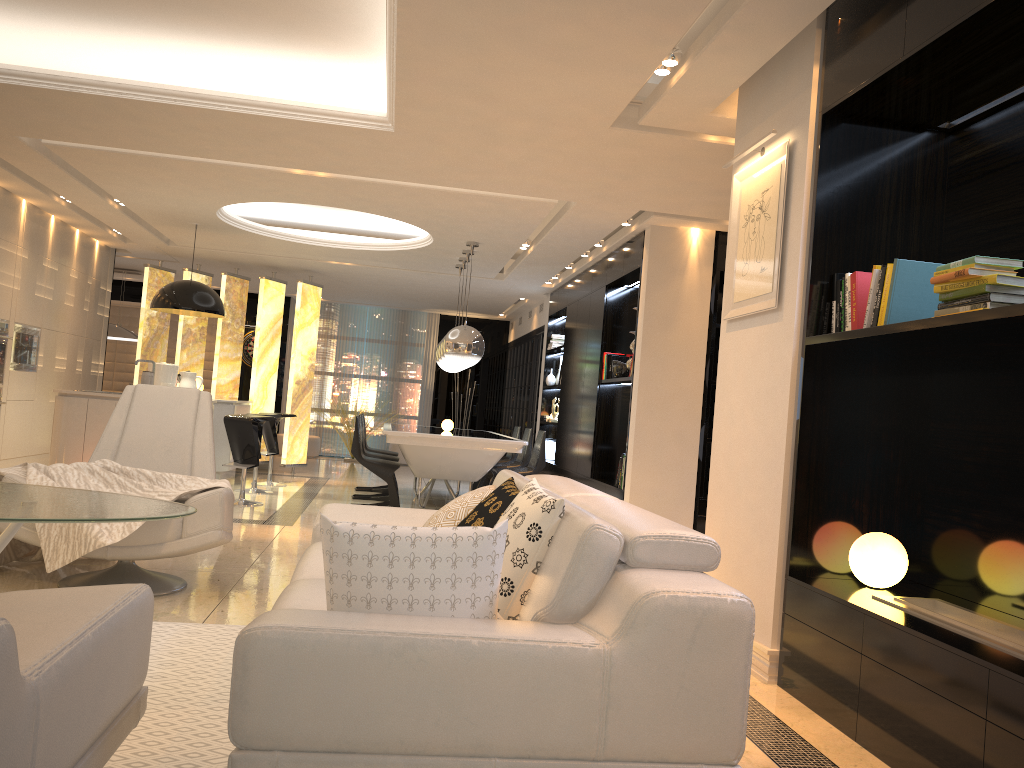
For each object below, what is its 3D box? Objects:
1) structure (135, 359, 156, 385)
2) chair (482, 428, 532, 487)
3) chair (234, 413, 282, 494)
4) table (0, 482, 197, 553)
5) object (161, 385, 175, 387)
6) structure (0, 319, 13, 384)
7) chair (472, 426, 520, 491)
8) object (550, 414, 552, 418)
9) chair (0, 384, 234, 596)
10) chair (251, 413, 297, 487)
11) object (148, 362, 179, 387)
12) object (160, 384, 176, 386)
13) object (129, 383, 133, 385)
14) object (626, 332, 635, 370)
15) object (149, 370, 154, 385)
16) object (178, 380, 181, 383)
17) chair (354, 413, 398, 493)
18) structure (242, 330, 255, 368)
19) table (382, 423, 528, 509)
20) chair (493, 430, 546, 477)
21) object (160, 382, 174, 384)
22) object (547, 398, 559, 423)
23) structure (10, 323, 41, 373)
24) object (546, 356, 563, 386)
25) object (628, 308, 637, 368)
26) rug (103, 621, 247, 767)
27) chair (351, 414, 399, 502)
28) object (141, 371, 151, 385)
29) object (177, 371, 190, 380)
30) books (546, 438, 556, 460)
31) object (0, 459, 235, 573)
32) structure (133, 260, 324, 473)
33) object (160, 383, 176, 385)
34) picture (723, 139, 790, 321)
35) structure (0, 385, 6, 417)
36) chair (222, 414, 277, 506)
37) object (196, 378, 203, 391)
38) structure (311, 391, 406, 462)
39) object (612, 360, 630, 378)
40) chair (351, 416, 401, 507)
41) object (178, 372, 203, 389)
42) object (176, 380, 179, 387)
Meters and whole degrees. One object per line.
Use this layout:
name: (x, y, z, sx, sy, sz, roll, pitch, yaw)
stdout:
structure: (-3.181, -0.055, 7.658, 0.177, 0.310, 0.089, 5, -2, -8)
chair: (-0.080, 0.879, 9.428, 0.496, 0.858, 0.523, 5, -2, -8)
chair: (-2.556, 0.688, 8.904, 0.380, 0.789, 0.380, 6, -2, -25)
table: (-2.138, 0.616, 2.816, 2.140, 0.565, 0.999, 5, -2, -9)
object: (-3.295, 0.039, 8.484, 0.138, 0.051, 0.138, 3, -2, 40)
structure: (-4.953, -0.326, 8.022, 0.595, 0.597, 0.609, 5, -2, -8)
chair: (-0.192, 0.896, 10.227, 0.496, 0.858, 0.523, 5, -2, -8)
object: (0.544, 0.423, 11.258, 0.125, 0.125, 0.125, 4, -2, 32)
chair: (-1.883, 0.496, 4.498, 1.027, 0.991, 0.983, 5, -2, -8)
chair: (-2.632, 0.709, 9.735, 0.380, 0.789, 0.380, 6, -2, -40)
object: (-3.457, -0.050, 8.764, 0.288, 0.330, 0.288, 4, -2, 10)
object: (-3.295, 0.033, 8.484, 0.138, 0.051, 0.138, 3, -2, 40)
object: (-6.662, 0.248, 15.693, 0.247, 0.522, 0.124, 5, -2, -8)
object: (1.087, -0.252, 7.910, 0.121, 0.416, 0.121, 5, -2, -13)
object: (-3.092, -0.006, 7.548, 0.071, 0.219, 0.071, 6, -2, -31)
object: (-3.688, 0.035, 9.931, 0.266, 0.147, 0.253, 3, -2, 35)
chair: (-1.491, 0.779, 9.985, 0.496, 0.858, 0.523, 5, -2, -8)
structure: (-4.320, -0.595, 15.095, 0.669, 0.669, 0.048, 5, -2, -8)
table: (-0.722, 0.868, 9.239, 1.293, 0.759, 3.031, 5, -2, -8)
chair: (0.037, 0.861, 8.587, 0.496, 0.858, 0.523, 5, -2, -8)
object: (-3.293, 0.016, 8.484, 0.138, 0.051, 0.138, 3, -2, 40)
object: (0.555, 0.328, 11.093, 0.177, 0.311, 0.177, 5, -2, -8)
structure: (-5.039, -0.367, 8.764, 0.446, 0.450, 0.659, 5, -2, -8)
object: (0.554, -0.166, 11.485, 0.210, 0.395, 0.180, 5, -2, -5)
object: (1.090, -0.355, 7.760, 0.121, 0.612, 0.121, 5, -2, -13)
rug: (-2.189, 0.908, 2.813, 2.900, 0.020, 1.661, 5, -2, -8)
chair: (-1.374, 0.761, 9.144, 0.496, 0.858, 0.523, 5, -2, -8)
object: (-3.077, -0.008, 7.442, 0.071, 0.219, 0.071, 5, -2, -17)
object: (-3.688, -0.051, 9.930, 0.249, 0.212, 0.256, 4, -2, 28)
books: (0.484, 0.848, 11.524, 0.210, 0.270, 0.236, 5, -2, -8)
object: (-2.096, 0.674, 4.410, 1.347, 0.580, 0.972, 4, -2, 29)
structure: (-3.628, -0.207, 11.306, 2.180, 2.555, 0.448, 5, -2, -8)
object: (-3.294, 0.022, 8.484, 0.138, 0.051, 0.138, 3, -2, 40)
picture: (1.122, -0.678, 4.081, 0.027, 0.729, 0.610, 5, -2, -8)
structure: (-5.003, 0.281, 8.002, 0.595, 0.597, 0.609, 5, -2, -8)
chair: (-2.379, 0.670, 7.916, 0.380, 0.789, 0.380, 4, -2, 25)
object: (-3.307, 0.034, 9.179, 0.213, 0.214, 0.212, 3, -3, 43)
structure: (-2.568, 0.697, 14.514, 1.282, 1.142, 1.275, 3, -2, 39)
object: (1.014, -0.124, 8.166, 0.193, 0.177, 0.375, 5, -2, -7)
chair: (-1.254, 0.743, 8.286, 0.496, 0.858, 0.523, 5, -2, -8)
object: (-3.259, 0.009, 8.957, 0.183, 0.254, 0.211, 3, -3, 44)
object: (-3.510, 0.033, 9.079, 0.211, 0.174, 0.211, 3, -2, 39)
